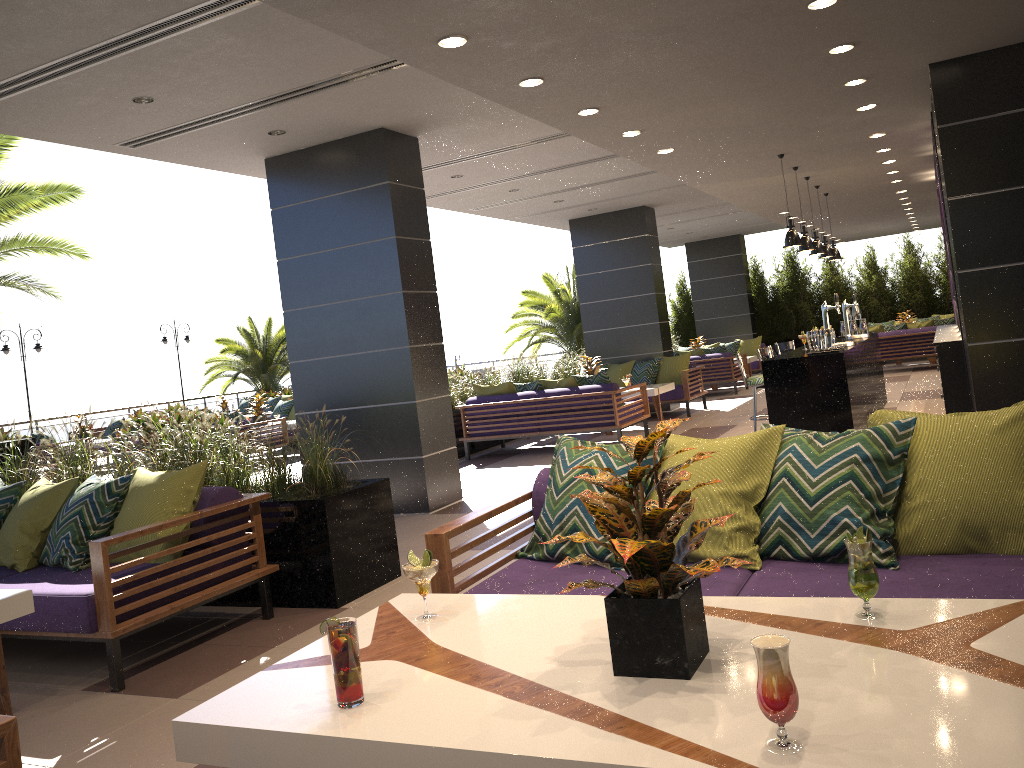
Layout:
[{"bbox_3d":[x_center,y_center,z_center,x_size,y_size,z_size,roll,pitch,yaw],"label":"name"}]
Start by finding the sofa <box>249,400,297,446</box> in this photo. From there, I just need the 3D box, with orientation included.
[{"bbox_3d":[-3.674,0.678,15.969,2.119,0.920,1.122,-6,1,26],"label":"sofa"}]

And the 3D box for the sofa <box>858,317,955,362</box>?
[{"bbox_3d":[7.305,-0.724,16.264,2.119,0.920,1.122,-6,1,26],"label":"sofa"}]

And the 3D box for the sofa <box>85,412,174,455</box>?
[{"bbox_3d":[-7.660,1.107,17.937,2.119,0.920,1.122,-6,1,26],"label":"sofa"}]

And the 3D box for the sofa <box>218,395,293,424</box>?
[{"bbox_3d":[-5.999,0.764,21.374,2.119,0.920,1.122,-6,1,26],"label":"sofa"}]

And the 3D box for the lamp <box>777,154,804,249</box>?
[{"bbox_3d":[2.549,-1.697,8.193,0.163,0.865,0.162,-7,-1,-21],"label":"lamp"}]

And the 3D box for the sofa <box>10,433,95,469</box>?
[{"bbox_3d":[-8.678,1.316,15.862,2.119,0.920,1.122,-6,1,26],"label":"sofa"}]

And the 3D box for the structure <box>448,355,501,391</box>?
[{"bbox_3d":[-2.435,0.018,23.619,4.387,1.330,0.806,-6,0,26],"label":"structure"}]

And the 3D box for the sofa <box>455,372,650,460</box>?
[{"bbox_3d":[0.512,0.341,10.957,2.119,0.920,1.122,-6,1,26],"label":"sofa"}]

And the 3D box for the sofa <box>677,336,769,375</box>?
[{"bbox_3d":[4.350,-0.448,18.816,2.119,0.920,1.122,-6,1,26],"label":"sofa"}]

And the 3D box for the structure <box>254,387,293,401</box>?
[{"bbox_3d":[-5.699,0.670,22.103,2.243,1.173,0.739,-6,0,28],"label":"structure"}]

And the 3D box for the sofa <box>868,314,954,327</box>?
[{"bbox_3d":[8.432,-0.955,18.570,2.119,0.920,1.122,-6,1,26],"label":"sofa"}]

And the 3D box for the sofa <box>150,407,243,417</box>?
[{"bbox_3d":[-7.025,0.974,19.303,2.119,0.920,1.122,-6,1,26],"label":"sofa"}]

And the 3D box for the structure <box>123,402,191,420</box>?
[{"bbox_3d":[-7.414,1.020,18.644,2.242,1.174,0.716,-7,0,23],"label":"structure"}]

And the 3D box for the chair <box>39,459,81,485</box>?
[{"bbox_3d":[-4.181,1.114,7.629,0.711,0.817,0.717,-7,0,26],"label":"chair"}]

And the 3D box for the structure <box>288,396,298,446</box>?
[{"bbox_3d":[-3.362,0.584,16.665,2.411,1.175,0.702,-6,0,28],"label":"structure"}]

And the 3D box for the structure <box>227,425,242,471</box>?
[{"bbox_3d":[-3.985,0.952,12.699,0.100,0.701,0.180,-8,-1,26],"label":"structure"}]

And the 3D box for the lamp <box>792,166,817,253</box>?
[{"bbox_3d":[2.938,-1.777,8.990,0.163,0.865,0.162,-7,-1,-21],"label":"lamp"}]

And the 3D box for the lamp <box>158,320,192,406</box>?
[{"bbox_3d":[-9.209,-0.170,24.624,0.263,3.332,1.124,-8,-1,26],"label":"lamp"}]

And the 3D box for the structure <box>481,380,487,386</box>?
[{"bbox_3d":[-0.590,0.254,19.651,0.100,0.701,0.180,-8,-1,26],"label":"structure"}]

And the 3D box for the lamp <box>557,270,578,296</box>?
[{"bbox_3d":[1.827,-1.514,23.218,1.118,3.332,0.264,-8,-1,26],"label":"lamp"}]

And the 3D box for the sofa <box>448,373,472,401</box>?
[{"bbox_3d":[-2.020,0.336,19.410,2.119,0.920,1.122,-6,1,26],"label":"sofa"}]

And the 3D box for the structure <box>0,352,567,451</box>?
[{"bbox_3d":[-5.600,0.792,17.447,12.877,1.060,17.552,-6,2,26],"label":"structure"}]

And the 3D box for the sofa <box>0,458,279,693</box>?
[{"bbox_3d":[-2.490,0.959,4.809,2.119,0.920,1.122,-6,1,26],"label":"sofa"}]

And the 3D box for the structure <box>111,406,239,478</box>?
[{"bbox_3d":[-5.052,0.931,13.212,2.243,1.173,0.739,-6,0,28],"label":"structure"}]

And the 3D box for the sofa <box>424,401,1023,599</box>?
[{"bbox_3d":[0.891,0.595,3.140,2.119,0.920,1.122,-6,1,26],"label":"sofa"}]

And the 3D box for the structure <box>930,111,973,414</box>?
[{"bbox_3d":[4.604,-1.038,9.161,0.528,2.763,4.643,-8,1,26],"label":"structure"}]

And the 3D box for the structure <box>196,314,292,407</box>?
[{"bbox_3d":[-7.181,-0.455,25.799,3.803,3.307,3.748,-7,1,-6],"label":"structure"}]

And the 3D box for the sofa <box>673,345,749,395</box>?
[{"bbox_3d":[3.223,-0.216,16.510,2.119,0.920,1.122,-6,1,26],"label":"sofa"}]

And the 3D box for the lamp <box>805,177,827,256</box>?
[{"bbox_3d":[3.314,-1.854,9.760,0.163,0.865,0.162,-7,-1,-21],"label":"lamp"}]

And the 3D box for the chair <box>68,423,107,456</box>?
[{"bbox_3d":[-10.132,1.338,21.362,0.712,0.817,0.716,-7,0,26],"label":"chair"}]

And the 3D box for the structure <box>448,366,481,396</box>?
[{"bbox_3d":[-1.664,0.234,20.150,2.243,1.173,0.739,-6,0,28],"label":"structure"}]

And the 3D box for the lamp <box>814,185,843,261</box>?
[{"bbox_3d":[3.885,-1.972,10.929,0.192,0.865,1.084,-8,0,26],"label":"lamp"}]

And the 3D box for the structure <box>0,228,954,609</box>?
[{"bbox_3d":[1.983,-0.938,10.402,7.792,3.125,24.797,-6,2,26],"label":"structure"}]

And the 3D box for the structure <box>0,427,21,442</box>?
[{"bbox_3d":[-9.087,1.367,15.165,2.243,1.173,0.739,-6,0,28],"label":"structure"}]

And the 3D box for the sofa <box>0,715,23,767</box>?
[{"bbox_3d":[-0.328,0.837,0.880,2.119,0.920,1.122,-6,1,26],"label":"sofa"}]

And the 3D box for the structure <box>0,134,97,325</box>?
[{"bbox_3d":[-8.357,-1.284,12.348,4.688,6.511,4.759,-7,0,44],"label":"structure"}]

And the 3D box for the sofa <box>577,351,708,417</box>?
[{"bbox_3d":[1.805,0.075,13.605,2.119,0.920,1.122,-6,1,26],"label":"sofa"}]

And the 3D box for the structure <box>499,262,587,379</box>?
[{"bbox_3d":[1.552,-1.397,21.552,3.810,3.307,3.741,-7,1,-21],"label":"structure"}]

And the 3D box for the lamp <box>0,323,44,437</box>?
[{"bbox_3d":[-11.220,0.243,20.505,0.263,3.332,1.124,-8,-1,26],"label":"lamp"}]

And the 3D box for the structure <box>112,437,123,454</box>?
[{"bbox_3d":[-6.096,1.180,13.741,0.100,0.701,0.180,-8,-1,26],"label":"structure"}]
